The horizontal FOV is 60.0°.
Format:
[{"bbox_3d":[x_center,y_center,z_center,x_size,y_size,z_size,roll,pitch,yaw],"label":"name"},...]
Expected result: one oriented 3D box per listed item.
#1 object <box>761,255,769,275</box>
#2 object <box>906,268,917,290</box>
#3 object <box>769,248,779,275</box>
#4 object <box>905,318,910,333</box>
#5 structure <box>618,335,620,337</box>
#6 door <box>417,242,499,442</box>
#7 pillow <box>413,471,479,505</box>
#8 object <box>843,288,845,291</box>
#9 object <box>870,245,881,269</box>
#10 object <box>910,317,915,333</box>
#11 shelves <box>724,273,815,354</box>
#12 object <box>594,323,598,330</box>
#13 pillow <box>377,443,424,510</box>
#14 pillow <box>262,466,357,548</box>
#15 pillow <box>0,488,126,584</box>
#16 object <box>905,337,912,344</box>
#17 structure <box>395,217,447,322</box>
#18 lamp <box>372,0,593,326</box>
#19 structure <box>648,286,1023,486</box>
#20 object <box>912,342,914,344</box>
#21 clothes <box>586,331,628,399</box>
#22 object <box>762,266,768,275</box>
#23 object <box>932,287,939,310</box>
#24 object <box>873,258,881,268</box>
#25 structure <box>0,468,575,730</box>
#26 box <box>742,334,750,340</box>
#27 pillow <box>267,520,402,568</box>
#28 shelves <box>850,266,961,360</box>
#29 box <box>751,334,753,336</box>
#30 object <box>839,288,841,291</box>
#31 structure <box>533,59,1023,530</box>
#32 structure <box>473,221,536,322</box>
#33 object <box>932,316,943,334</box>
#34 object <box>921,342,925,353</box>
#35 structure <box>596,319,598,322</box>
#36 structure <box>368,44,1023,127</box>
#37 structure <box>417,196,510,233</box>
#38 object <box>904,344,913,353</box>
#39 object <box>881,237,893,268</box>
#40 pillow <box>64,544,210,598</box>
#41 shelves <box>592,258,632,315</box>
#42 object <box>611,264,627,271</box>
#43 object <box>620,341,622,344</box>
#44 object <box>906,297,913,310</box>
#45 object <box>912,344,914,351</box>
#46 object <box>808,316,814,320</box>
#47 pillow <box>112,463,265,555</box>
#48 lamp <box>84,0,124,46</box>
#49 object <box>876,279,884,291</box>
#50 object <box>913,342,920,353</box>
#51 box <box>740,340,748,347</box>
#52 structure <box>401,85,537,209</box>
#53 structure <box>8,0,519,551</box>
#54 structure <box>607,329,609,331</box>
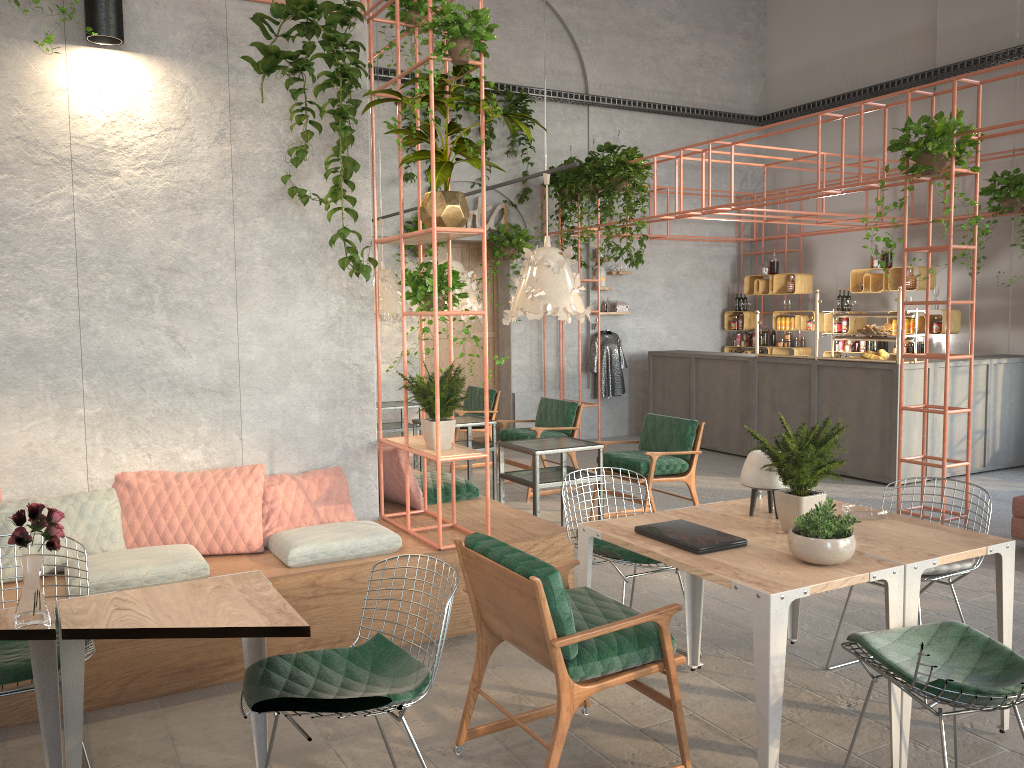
[{"bbox_3d":[3.731,-1.746,13.014,0.134,0.301,0.134,-5,6,-40],"label":"object"},{"bbox_3d":[4.870,-1.277,10.821,0.137,0.261,0.137,0,5,7],"label":"object"},{"bbox_3d":[3.791,-1.773,12.826,0.134,0.386,0.134,0,5,5],"label":"object"},{"bbox_3d":[4.800,-0.713,10.774,0.069,0.191,0.069,0,5,7],"label":"object"},{"bbox_3d":[1.532,-0.676,12.693,0.066,0.044,0.019,-3,5,-29],"label":"structure"},{"bbox_3d":[-0.922,-0.557,12.197,1.360,2.729,0.551,-3,5,-29],"label":"door"},{"bbox_3d":[-0.582,0.753,6.433,0.491,0.149,0.637,-3,5,-28],"label":"pillow"},{"bbox_3d":[4.379,-1.116,11.697,0.066,0.291,0.066,-3,5,-22],"label":"object"},{"bbox_3d":[4.657,-1.620,11.337,0.134,0.301,0.134,-5,6,-40],"label":"object"},{"bbox_3d":[4.844,-0.707,10.695,0.069,0.191,0.069,-2,5,-12],"label":"object"},{"bbox_3d":[3.806,-0.659,12.844,0.328,1.838,1.750,-3,5,-29],"label":"shelves"},{"bbox_3d":[1.191,-0.824,12.471,0.093,0.121,0.049,-3,5,-26],"label":"object"},{"bbox_3d":[-0.903,0.597,6.122,0.276,0.474,0.839,-4,6,-38],"label":"pillow"},{"bbox_3d":[-1.247,0.719,5.241,0.666,0.385,0.289,-4,6,-33],"label":"pillow"},{"bbox_3d":[-2.370,0.783,4.626,0.666,0.385,0.289,-4,6,-33],"label":"pillow"},{"bbox_3d":[4.848,-0.542,10.878,0.115,0.107,0.115,2,5,27],"label":"object"},{"bbox_3d":[-1.262,-1.551,11.173,0.921,1.527,0.950,0,5,5],"label":"structure"},{"bbox_3d":[-0.616,-2.584,8.202,0.704,4.052,4.456,-3,5,-29],"label":"lamp"},{"bbox_3d":[4.009,-0.165,11.248,2.579,2.022,4.057,-3,5,-29],"label":"structure"},{"bbox_3d":[4.970,-0.456,10.947,0.073,0.131,0.073,2,6,33],"label":"object"},{"bbox_3d":[1.365,-0.256,12.537,0.366,0.997,0.625,3,6,41],"label":"clothes"},{"bbox_3d":[3.653,-1.638,12.796,0.088,0.123,0.088,2,5,27],"label":"object"},{"bbox_3d":[5.059,-1.025,10.594,0.075,0.273,0.075,-5,6,-40],"label":"object"},{"bbox_3d":[4.579,-1.511,11.119,0.088,0.123,0.088,2,5,27],"label":"object"},{"bbox_3d":[-2.952,1.047,6.830,4.386,0.500,5.831,-3,5,-29],"label":"structure"},{"bbox_3d":[3.500,-0.701,13.238,0.058,0.093,0.122,-2,5,-17],"label":"box"},{"bbox_3d":[-0.992,0.880,4.934,0.637,0.149,0.491,-3,5,-28],"label":"pillow"},{"bbox_3d":[4.731,-0.533,11.167,0.328,1.838,1.750,-3,5,-29],"label":"shelves"},{"bbox_3d":[3.570,-0.704,13.270,0.058,0.093,0.122,-3,5,-29],"label":"box"},{"bbox_3d":[4.312,-1.112,11.660,0.066,0.291,0.066,2,5,31],"label":"object"},{"bbox_3d":[5.407,-0.610,6.601,4.157,4.247,14.689,-3,5,-29],"label":"structure"},{"bbox_3d":[-0.125,-1.599,11.846,0.950,1.527,0.921,-3,5,-30],"label":"structure"},{"bbox_3d":[5.030,-0.697,10.446,0.131,0.207,0.131,1,5,16],"label":"object"},{"bbox_3d":[5.034,-0.447,10.831,0.073,0.131,0.073,-4,6,-36],"label":"object"},{"bbox_3d":[1.211,-0.900,12.493,0.066,0.044,0.019,-3,5,-29],"label":"structure"},{"bbox_3d":[0.903,-3.186,3.597,15.603,0.110,15.203,-3,5,-29],"label":"structure"},{"bbox_3d":[-0.620,-2.192,11.418,1.312,0.505,0.063,-3,5,-29],"label":"structure"},{"bbox_3d":[4.822,-0.430,10.800,0.115,0.107,0.115,2,5,28],"label":"object"},{"bbox_3d":[4.717,-1.647,11.149,0.134,0.386,0.134,-5,6,-40],"label":"object"},{"bbox_3d":[-1.883,0.931,4.446,0.637,0.149,0.491,-3,5,-28],"label":"pillow"},{"bbox_3d":[1.406,-1.370,12.475,0.560,0.790,0.186,-3,5,-29],"label":"shelves"},{"bbox_3d":[1.509,-1.638,12.534,0.263,0.101,0.013,-3,5,-29],"label":"object"},{"bbox_3d":[1.556,-0.592,12.698,0.033,0.146,0.070,2,6,32],"label":"object"},{"bbox_3d":[4.824,-0.980,10.769,0.083,0.159,0.083,1,5,16],"label":"object"},{"bbox_3d":[4.931,-0.436,10.859,0.115,0.107,0.115,-3,5,-23],"label":"object"},{"bbox_3d":[4.104,-0.823,12.123,0.131,0.207,0.131,1,5,16],"label":"object"},{"bbox_3d":[-1.800,0.704,4.909,0.839,0.474,0.276,-1,5,-8],"label":"pillow"},{"bbox_3d":[-2.109,-2.485,4.523,0.179,1.425,0.185,-3,5,-29],"label":"lamp"},{"bbox_3d":[4.633,-1.240,11.127,0.123,0.142,0.141,-3,5,-29],"label":"object"},{"bbox_3d":[4.912,-0.440,10.758,0.073,0.131,0.073,-4,6,-36],"label":"object"},{"bbox_3d":[3.467,-0.606,13.224,0.058,0.093,0.122,-3,5,-29],"label":"box"},{"bbox_3d":[-0.573,-3.020,11.259,1.939,1.514,0.856,-4,6,-35],"label":"structure"},{"bbox_3d":[-1.980,-0.897,4.324,4.501,4.345,14.096,-3,5,-30],"label":"structure"},{"bbox_3d":[1.369,-0.758,12.594,0.066,0.044,0.019,-3,5,-29],"label":"structure"}]
